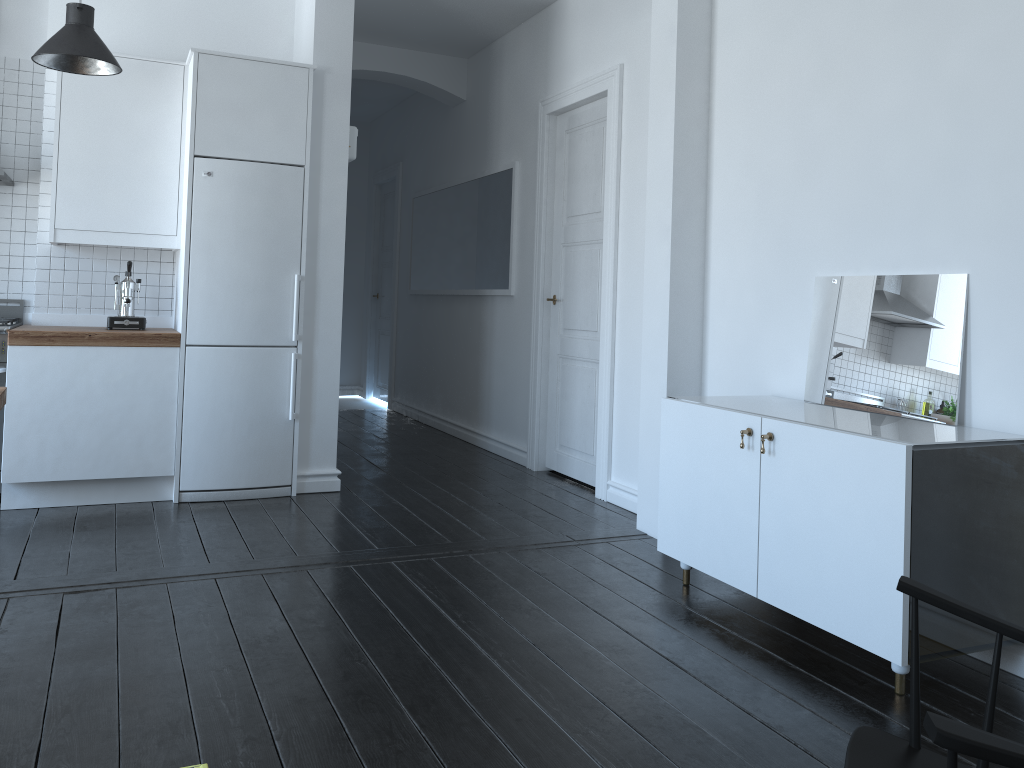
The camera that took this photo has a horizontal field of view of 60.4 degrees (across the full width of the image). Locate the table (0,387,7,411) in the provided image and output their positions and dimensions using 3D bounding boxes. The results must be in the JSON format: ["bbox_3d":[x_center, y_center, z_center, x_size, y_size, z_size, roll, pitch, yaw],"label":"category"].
[{"bbox_3d":[-2.689,0.425,2.338,2.224,0.717,1.021,0,4,-24],"label":"table"}]

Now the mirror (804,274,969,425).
[{"bbox_3d":[1.347,-0.149,3.231,0.054,0.503,0.698,3,2,-25],"label":"mirror"}]

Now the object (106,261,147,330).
[{"bbox_3d":[-2.084,-0.479,4.780,0.205,0.370,0.354,2,1,-25],"label":"object"}]

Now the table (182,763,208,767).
[{"bbox_3d":[-0.965,0.789,0.722,1.399,0.400,0.602,0,4,-24],"label":"table"}]

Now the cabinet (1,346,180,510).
[{"bbox_3d":[-3.337,0.171,4.365,3.179,0.817,0.731,1,2,-16],"label":"cabinet"}]

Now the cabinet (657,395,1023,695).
[{"bbox_3d":[1.068,0.475,3.096,0.589,0.735,1.205,1,3,-25],"label":"cabinet"}]

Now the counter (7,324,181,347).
[{"bbox_3d":[-3.305,-0.257,4.322,3.095,0.074,0.850,0,6,-24],"label":"counter"}]

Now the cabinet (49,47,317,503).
[{"bbox_3d":[-3.009,-0.608,4.494,3.785,2.378,0.779,1,0,-21],"label":"cabinet"}]

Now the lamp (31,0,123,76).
[{"bbox_3d":[-2.023,-1.965,4.147,0.385,0.942,0.385,2,-1,-16],"label":"lamp"}]

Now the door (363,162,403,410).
[{"bbox_3d":[-1.330,-1.035,9.275,0.116,2.481,1.072,3,-1,-25],"label":"door"}]

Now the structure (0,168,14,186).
[{"bbox_3d":[-2.988,-1.750,4.658,0.632,1.308,0.529,2,-1,-24],"label":"structure"}]

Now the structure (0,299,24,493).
[{"bbox_3d":[-2.969,0.066,4.539,0.699,1.021,0.723,2,1,-25],"label":"structure"}]

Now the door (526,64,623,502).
[{"bbox_3d":[0.404,-0.631,5.460,0.116,2.481,1.042,3,-1,-25],"label":"door"}]

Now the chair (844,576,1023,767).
[{"bbox_3d":[0.798,0.509,1.152,0.906,1.007,0.611,2,0,20],"label":"chair"}]

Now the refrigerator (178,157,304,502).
[{"bbox_3d":[-1.555,-0.317,4.976,0.575,1.806,0.681,2,-1,-25],"label":"refrigerator"}]
